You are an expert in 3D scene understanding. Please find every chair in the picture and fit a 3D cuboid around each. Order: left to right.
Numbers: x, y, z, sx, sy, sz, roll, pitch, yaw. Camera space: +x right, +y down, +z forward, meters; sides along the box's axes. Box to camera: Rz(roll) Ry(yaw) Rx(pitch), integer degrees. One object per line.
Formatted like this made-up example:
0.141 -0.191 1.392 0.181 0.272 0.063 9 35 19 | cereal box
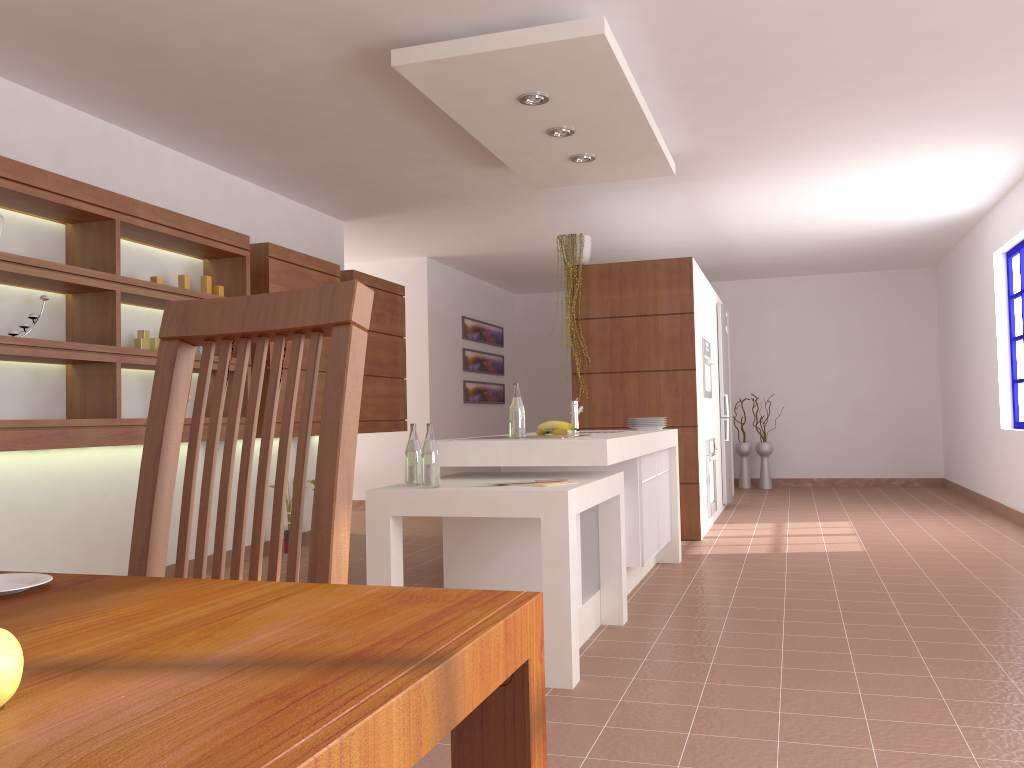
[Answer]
-0.433 0.404 0.925 0.444 1.063 0.574 -2 -2 27 | chair

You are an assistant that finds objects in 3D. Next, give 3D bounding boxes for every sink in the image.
0.420 0.263 4.914 0.404 0.368 0.668 -2 -2 18 | sink

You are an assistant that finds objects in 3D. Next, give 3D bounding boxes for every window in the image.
3.796 -0.379 6.374 0.035 1.430 1.699 -2 -2 18 | window

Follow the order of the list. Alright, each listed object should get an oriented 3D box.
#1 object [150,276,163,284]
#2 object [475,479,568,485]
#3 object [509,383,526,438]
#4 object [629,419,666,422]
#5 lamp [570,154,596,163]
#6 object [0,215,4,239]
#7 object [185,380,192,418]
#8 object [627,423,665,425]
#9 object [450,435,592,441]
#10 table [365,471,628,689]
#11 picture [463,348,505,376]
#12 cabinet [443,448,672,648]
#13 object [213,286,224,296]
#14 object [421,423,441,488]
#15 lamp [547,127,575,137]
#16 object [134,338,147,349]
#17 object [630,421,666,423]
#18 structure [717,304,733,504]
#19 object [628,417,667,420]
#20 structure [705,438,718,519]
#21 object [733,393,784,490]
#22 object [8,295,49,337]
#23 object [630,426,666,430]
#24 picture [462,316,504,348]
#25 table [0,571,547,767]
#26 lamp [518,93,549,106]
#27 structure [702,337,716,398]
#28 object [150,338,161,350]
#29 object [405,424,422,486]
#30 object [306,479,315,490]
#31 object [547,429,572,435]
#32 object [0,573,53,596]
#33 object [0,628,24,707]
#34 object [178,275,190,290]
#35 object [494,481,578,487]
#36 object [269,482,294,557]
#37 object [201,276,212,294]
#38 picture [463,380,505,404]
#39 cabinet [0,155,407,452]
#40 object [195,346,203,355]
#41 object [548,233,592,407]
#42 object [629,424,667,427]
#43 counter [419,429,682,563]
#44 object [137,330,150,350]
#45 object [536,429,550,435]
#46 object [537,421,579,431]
-1.814 -0.530 4.524 0.044 0.049 0.044 -2 -2 18 | object
0.030 0.356 3.214 0.375 0.008 0.041 -1 -2 -16 | object
0.021 0.111 3.721 0.071 0.230 0.071 -1 -2 -1 | object
0.805 0.223 5.292 0.228 0.020 0.228 -1 -2 -1 | object
0.404 -1.303 5.050 0.143 0.059 0.143 1 -3 -44 | lamp
-2.184 -0.626 3.707 0.103 0.197 0.071 0 -2 -21 | object
-1.810 0.045 4.845 0.100 0.284 0.100 1 -3 -42 | object
0.806 0.243 5.291 0.228 0.020 0.228 -1 -2 -1 | object
0.055 0.237 3.923 0.493 0.006 0.551 -2 -2 18 | object
-0.009 0.701 3.489 0.737 0.647 1.003 -2 -2 18 | table
-0.314 -0.246 10.294 0.015 0.248 1.408 -2 -2 18 | picture
0.292 0.704 4.440 0.737 0.700 2.048 -2 -2 18 | cabinet
-1.675 -0.523 5.059 0.044 0.070 0.044 -2 -2 18 | object
-0.293 0.256 3.177 0.071 0.230 0.071 -1 -2 -1 | object
0.253 -1.318 4.574 0.143 0.059 0.143 1 -3 -44 | lamp
-1.904 -0.197 4.545 0.044 0.070 0.044 -2 -2 18 | object
0.806 0.233 5.291 0.228 0.020 0.228 -1 -2 -1 | object
2.031 0.181 8.416 0.089 1.862 0.604 -2 -2 18 | structure
0.805 0.213 5.292 0.228 0.020 0.228 -1 -2 -1 | object
1.583 0.729 6.989 0.058 0.592 0.596 -2 -2 18 | structure
2.893 0.662 10.294 0.655 1.112 0.284 -3 -3 37 | object
-2.126 -0.295 3.900 0.190 0.227 0.136 1 -3 -40 | object
0.806 0.263 5.290 0.228 0.020 0.228 -1 -2 -1 | object
-0.322 -0.596 10.307 0.015 0.248 1.408 -2 -2 18 | picture
-0.959 0.564 0.587 1.800 0.740 0.900 -2 -2 18 | table
0.101 -1.333 4.093 0.143 0.059 0.143 -1 -2 1 | lamp
1.568 -0.119 7.017 0.056 0.454 0.614 -2 -2 18 | structure
-1.907 -0.200 4.737 0.044 0.090 0.044 -2 -2 18 | object
-0.366 0.262 3.303 0.071 0.230 0.071 -1 -2 -1 | object
-1.359 0.891 6.350 0.087 0.546 0.296 -2 -2 18 | object
0.237 0.230 4.257 0.060 0.033 0.207 0 -2 -28 | object
-0.484 0.188 0.818 0.108 0.008 0.108 -1 -2 -18 | object
-0.284 0.151 0.475 0.039 0.053 0.038 0 -3 -37 | object
-1.770 -0.546 4.785 0.044 0.099 0.044 -2 -2 18 | object
0.086 0.362 3.224 0.266 0.006 0.168 -3 -3 34 | object
-1.492 0.878 5.925 0.087 0.546 0.296 -3 -3 33 | object
-1.728 -0.549 5.009 0.044 0.120 0.044 -2 -2 18 | object
-0.306 0.104 10.281 0.015 0.248 1.408 -2 -2 18 | picture
-1.946 -0.269 5.187 0.754 1.200 4.718 -2 -2 18 | cabinet
-1.775 -0.231 4.975 0.054 0.165 0.065 -3 -3 33 | object
0.459 -0.434 6.554 0.297 1.344 0.279 0 -2 -23 | object
0.806 0.253 5.291 0.228 0.020 0.228 -1 -2 -1 | object
0.304 0.656 4.497 0.821 0.800 2.156 -2 -2 18 | counter
-1.918 -0.219 4.617 0.044 0.120 0.044 -2 -2 18 | object
0.146 0.235 4.314 0.060 0.033 0.207 -1 -2 -3 | object
0.225 0.204 4.286 0.207 0.055 0.047 -1 -2 -6 | object
